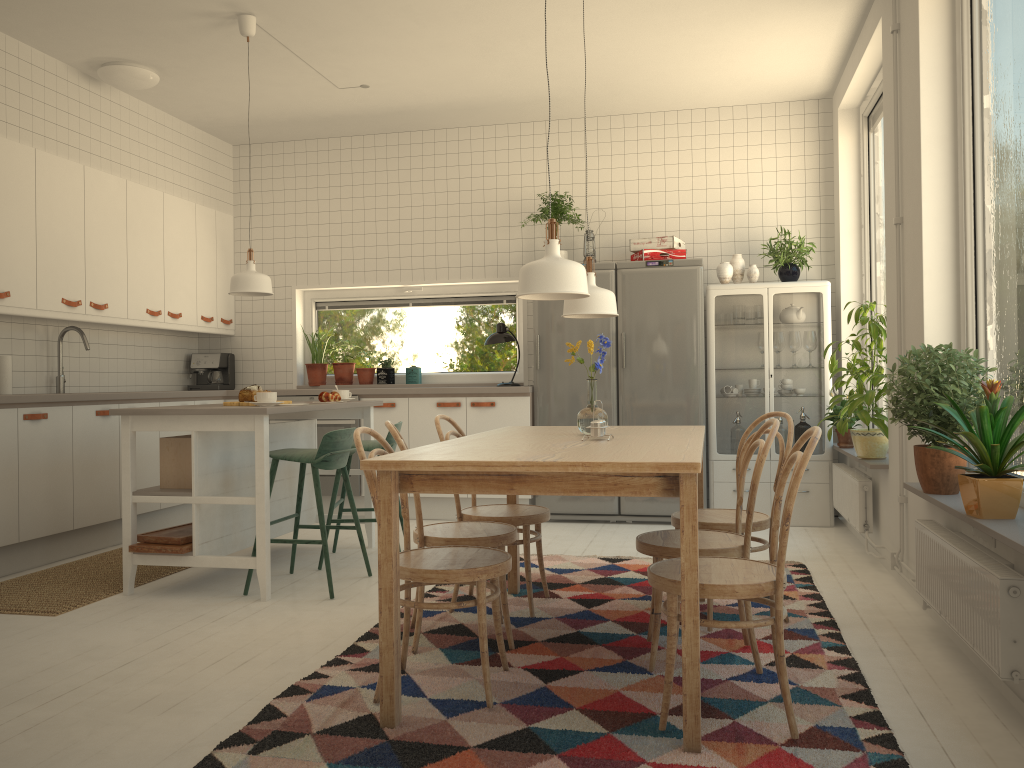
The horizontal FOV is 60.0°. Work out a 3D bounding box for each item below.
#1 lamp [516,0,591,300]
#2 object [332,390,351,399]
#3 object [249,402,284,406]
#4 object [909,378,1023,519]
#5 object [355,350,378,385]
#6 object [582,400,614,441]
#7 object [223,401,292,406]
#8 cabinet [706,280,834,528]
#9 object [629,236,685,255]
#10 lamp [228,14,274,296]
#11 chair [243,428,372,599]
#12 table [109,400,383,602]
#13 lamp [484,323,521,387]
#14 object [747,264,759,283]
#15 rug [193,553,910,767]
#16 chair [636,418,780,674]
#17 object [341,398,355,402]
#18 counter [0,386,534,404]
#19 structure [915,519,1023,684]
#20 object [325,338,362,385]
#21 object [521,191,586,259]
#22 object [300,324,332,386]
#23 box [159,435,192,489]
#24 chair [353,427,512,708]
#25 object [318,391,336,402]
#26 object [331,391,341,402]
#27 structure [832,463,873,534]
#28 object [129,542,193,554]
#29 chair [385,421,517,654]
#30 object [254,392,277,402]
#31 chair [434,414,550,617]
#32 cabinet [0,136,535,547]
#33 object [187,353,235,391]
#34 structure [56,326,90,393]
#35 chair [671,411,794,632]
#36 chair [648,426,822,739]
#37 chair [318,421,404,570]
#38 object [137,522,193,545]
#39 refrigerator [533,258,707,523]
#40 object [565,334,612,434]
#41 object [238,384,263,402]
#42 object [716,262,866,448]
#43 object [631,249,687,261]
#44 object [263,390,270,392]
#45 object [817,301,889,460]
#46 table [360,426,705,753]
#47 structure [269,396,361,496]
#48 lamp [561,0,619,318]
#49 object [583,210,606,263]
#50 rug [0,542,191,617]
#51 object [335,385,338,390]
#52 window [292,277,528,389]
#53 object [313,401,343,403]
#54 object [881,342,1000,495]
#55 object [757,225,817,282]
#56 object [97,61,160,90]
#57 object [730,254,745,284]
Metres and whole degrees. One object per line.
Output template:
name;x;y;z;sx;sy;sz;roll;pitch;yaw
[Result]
lamp;0.115;-1.065;2.730;0.229;1.596;0.229;-1;0;-43
object;-0.962;0.065;4.990;0.094;0.060;0.098;-1;0;10
object;-1.163;0.096;4.209;0.160;0.020;0.160;-1;0;-22
object;1.436;0.195;2.694;0.417;0.425;0.487;-1;0;20
object;-1.132;-0.126;6.942;0.194;0.277;0.177;-1;0;-20
object;0.299;0.125;3.085;0.095;0.138;0.155;-1;0;13
object;-1.282;0.097;4.476;0.237;0.019;0.306;-1;0;29
cabinet;1.722;0.131;5.975;0.789;1.592;0.453;-1;0;13
object;1.006;-0.950;6.126;0.312;0.082;0.308;-1;0;25
lamp;-1.377;-1.215;4.651;0.229;1.490;0.229;-1;0;13
chair;-0.969;0.589;4.245;0.446;0.752;0.485;-1;0;12
table;-1.306;0.539;4.685;0.794;0.864;1.424;-1;0;13
lamp;-0.076;-0.214;6.472;0.239;0.465;0.262;-1;0;41
object;1.596;-0.727;5.871;0.082;0.126;0.082;-1;0;-15
rug;0.343;0.937;3.355;1.748;0.035;3.025;-1;0;13
chair;0.665;0.524;3.020;0.483;0.811;0.385;-1;0;10
object;-0.962;0.092;4.987;0.160;0.020;0.160;-1;0;9
counter;-1.675;0.126;4.522;2.856;0.163;4.844;-1;0;13
structure;1.475;0.656;2.857;0.113;0.279;1.029;-1;0;13
object;-1.325;-0.173;7.009;0.258;0.370;0.234;-1;0;25
object;0.311;-1.088;6.191;0.474;0.545;0.468;-1;0;26
object;-1.532;-0.232;7.041;0.300;0.499;0.333;-1;0;-4
box;-1.521;0.374;4.364;0.237;0.242;0.357;-1;0;13
chair;-0.241;0.537;2.770;0.483;0.811;0.385;-1;0;10
object;-1.013;0.070;4.806;0.070;0.060;0.131;-1;0;-39
object;-0.964;0.070;4.829;0.060;0.059;0.074;-1;0;-18
structure;1.986;0.643;5.137;0.113;0.276;1.016;-1;0;13
object;-1.571;0.752;4.236;0.280;0.030;0.430;-1;0;13
chair;-0.222;0.536;3.281;0.483;0.811;0.385;-1;0;-5
object;-1.166;0.067;4.208;0.098;0.064;0.094;-1;0;-29
chair;-0.078;0.533;3.771;0.483;0.811;0.385;-1;0;15
cabinet;-1.682;-0.272;4.524;2.853;2.160;4.844;-1;0;13
object;-2.395;-0.096;6.978;0.316;0.292;0.279;-1;0;14
structure;-2.741;-0.152;5.531;0.236;0.421;0.063;-1;0;20
chair;0.876;0.521;3.545;0.483;0.811;0.385;-1;0;-15
chair;0.628;0.526;2.514;0.483;0.811;0.385;-1;0;15
chair;-0.799;0.586;4.840;0.446;0.752;0.485;-1;0;-2
object;-1.571;0.722;4.313;0.280;0.030;0.430;-1;0;21
refrigerator;0.761;0.067;6.182;1.146;1.778;0.559;-1;0;13
object;0.308;-0.001;3.385;0.145;0.388;0.206;-1;0;-25
object;-1.301;0.046;4.411;0.086;0.087;0.090;-1;0;20
object;1.753;-0.207;5.625;0.943;1.208;0.261;-1;0;28
object;1.009;-0.867;6.123;0.309;0.082;0.312;-1;0;-8
object;-1.262;0.059;4.484;0.083;0.057;0.072;-1;0;19
object;1.845;-0.024;4.656;0.485;0.841;0.615;-1;0;-8
table;0.230;0.569;3.153;0.894;0.749;1.797;-1;0;13
structure;-1.358;0.442;6.662;0.705;0.710;0.704;-1;0;13
lamp;0.303;-1.069;3.568;0.229;1.596;0.229;-1;0;-32
object;0.556;-1.010;6.141;0.163;0.383;0.154;-1;0;35
rug;-2.074;0.979;4.798;0.750;0.004;2.000;-1;0;13
object;-0.977;0.049;5.007;0.028;0.086;0.102;-1;0;-37
window;-0.781;-0.379;6.946;1.898;0.816;0.293;-1;0;13
object;-0.998;0.099;4.812;0.167;0.005;0.167;-1;0;8
object;1.578;0.123;3.289;0.383;0.561;0.395;-1;0;11
object;1.843;-0.858;5.937;0.371;0.385;0.373;-1;0;31
object;-2.341;-1.867;5.418;0.351;0.101;0.351;-1;0;-35
object;1.513;-0.766;5.955;0.102;0.206;0.102;-1;0;-4
